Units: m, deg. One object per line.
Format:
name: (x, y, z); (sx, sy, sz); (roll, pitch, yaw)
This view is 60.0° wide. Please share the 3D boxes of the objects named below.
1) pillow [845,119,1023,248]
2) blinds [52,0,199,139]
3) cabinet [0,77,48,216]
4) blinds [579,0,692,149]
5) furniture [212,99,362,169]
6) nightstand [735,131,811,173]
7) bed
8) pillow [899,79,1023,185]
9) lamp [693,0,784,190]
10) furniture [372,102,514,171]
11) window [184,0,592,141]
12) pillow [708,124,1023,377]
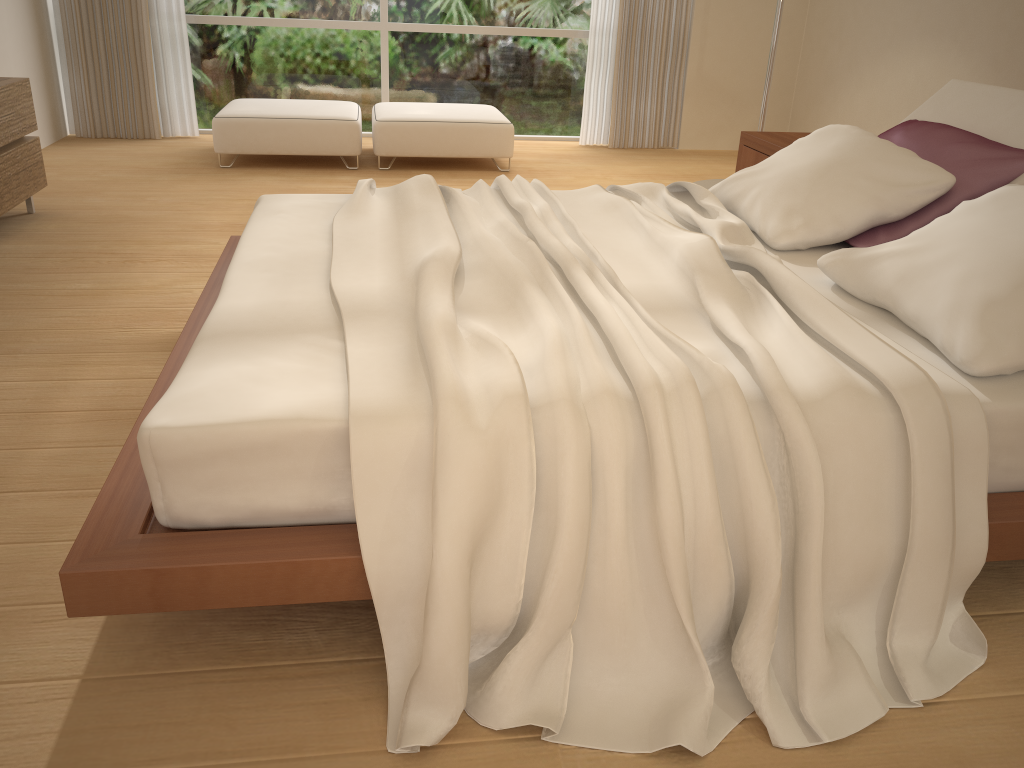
pillow: (1.369, -0.514, 2.634); (0.575, 0.369, 1.683); (-1, 24, -9)
blinds: (-2.809, -3.409, 6.078); (0.950, 3.352, 0.211); (-2, 25, -10)
cabinet: (-2.400, -0.437, 2.788); (0.588, 0.662, 3.713); (-1, 24, -9)
blinds: (1.033, -3.482, 6.635); (0.814, 3.351, 0.202); (-2, 25, -10)
furniture: (-1.545, -1.778, 6.245); (0.965, 0.346, 0.964); (-1, 24, -9)
nightstand: (1.735, -0.204, 2.845); (0.493, 0.539, 4.220); (-1, 24, -9)
bed: (0.344, -0.161, 2.570); (2.535, 0.570, 2.599); (-1, 24, -9)
pillow: (1.695, -0.592, 2.664); (0.461, 0.457, 1.779); (-2, 25, -10)
lamp: (1.586, -2.129, 5.309); (0.817, 2.018, 0.817); (18, 28, 30)
furniture: (-0.522, -1.803, 6.406); (0.965, 0.346, 0.964); (-1, 24, -9)
window: (-0.968, -3.569, 6.601); (4.781, 3.371, 0.071); (-1, 24, -9)
pillow: (1.103, -0.492, 2.592); (0.561, 0.339, 1.720); (-1, 24, -9)
